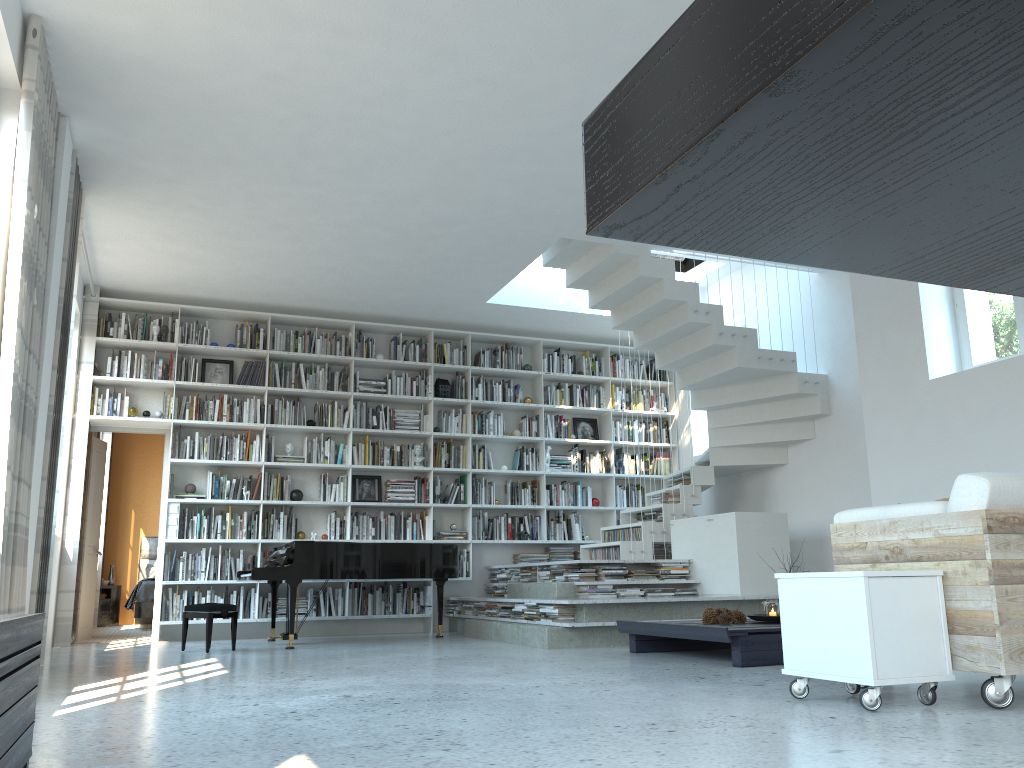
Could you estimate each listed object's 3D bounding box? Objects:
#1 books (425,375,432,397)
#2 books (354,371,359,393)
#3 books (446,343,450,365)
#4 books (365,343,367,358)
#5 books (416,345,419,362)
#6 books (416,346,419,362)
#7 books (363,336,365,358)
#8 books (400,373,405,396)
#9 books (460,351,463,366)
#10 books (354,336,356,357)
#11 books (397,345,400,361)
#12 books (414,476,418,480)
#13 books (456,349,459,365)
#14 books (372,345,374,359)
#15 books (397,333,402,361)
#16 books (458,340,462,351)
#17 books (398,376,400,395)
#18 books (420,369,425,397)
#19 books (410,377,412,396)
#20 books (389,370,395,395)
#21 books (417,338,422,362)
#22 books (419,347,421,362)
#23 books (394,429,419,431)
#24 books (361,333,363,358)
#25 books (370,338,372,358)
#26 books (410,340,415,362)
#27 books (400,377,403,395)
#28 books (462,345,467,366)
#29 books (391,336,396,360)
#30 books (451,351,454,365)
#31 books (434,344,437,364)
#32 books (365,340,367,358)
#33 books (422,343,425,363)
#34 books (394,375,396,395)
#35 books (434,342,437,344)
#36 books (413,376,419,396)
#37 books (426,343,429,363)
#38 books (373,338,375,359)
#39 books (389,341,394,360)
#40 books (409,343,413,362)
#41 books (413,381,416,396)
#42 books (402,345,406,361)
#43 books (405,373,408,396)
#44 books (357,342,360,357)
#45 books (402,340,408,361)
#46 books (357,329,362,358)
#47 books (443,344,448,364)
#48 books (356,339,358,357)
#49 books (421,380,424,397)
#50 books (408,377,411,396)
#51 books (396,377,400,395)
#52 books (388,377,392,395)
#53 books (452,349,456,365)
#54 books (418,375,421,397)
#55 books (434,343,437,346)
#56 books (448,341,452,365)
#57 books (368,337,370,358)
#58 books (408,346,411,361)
[{"bbox_3d":[-0.899,0.053,9.388,0.037,0.236,0.273,4,-13,-21],"label":"books"},{"bbox_3d":[-1.612,0.007,9.160,0.021,0.248,0.192,4,-13,-21],"label":"books"},{"bbox_3d":[-0.710,-0.292,9.621,0.030,0.274,0.151,4,-13,-21],"label":"books"},{"bbox_3d":[-1.549,-0.315,9.278,0.023,0.195,0.172,4,-13,-21],"label":"books"},{"bbox_3d":[-1.027,-0.292,9.506,0.026,0.233,0.137,4,-13,-21],"label":"books"},{"bbox_3d":[-1.033,-0.287,9.453,0.023,0.202,0.193,4,-13,-21],"label":"books"},{"bbox_3d":[-1.560,-0.353,9.268,0.011,0.264,0.163,4,-13,-21],"label":"books"},{"bbox_3d":[-1.164,0.036,9.374,0.029,0.273,0.141,4,-13,-21],"label":"books"},{"bbox_3d":[-0.577,-0.245,9.654,0.022,0.193,0.182,4,-13,-21],"label":"books"},{"bbox_3d":[-1.656,-0.354,9.230,0.026,0.252,0.186,4,-13,-21],"label":"books"},{"bbox_3d":[-1.226,-0.296,9.416,0.031,0.208,0.147,4,-13,-21],"label":"books"},{"bbox_3d":[-0.997,1.111,9.213,0.011,0.298,0.130,4,-13,-21],"label":"books"},{"bbox_3d":[-0.620,-0.261,9.626,0.031,0.212,0.170,4,-13,-21],"label":"books"},{"bbox_3d":[-1.473,-0.305,9.311,0.010,0.186,0.152,4,-13,-21],"label":"books"},{"bbox_3d":[-1.200,-0.359,9.416,0.010,0.330,0.186,4,-13,-21],"label":"books"},{"bbox_3d":[-0.568,-0.307,9.690,0.012,0.329,0.128,4,-13,-21],"label":"books"},{"bbox_3d":[-1.206,0.045,9.344,0.012,0.244,0.131,4,-13,-21],"label":"books"},{"bbox_3d":[-0.955,0.017,9.444,0.012,0.333,0.156,4,-13,-21],"label":"books"},{"bbox_3d":[-1.086,0.059,9.382,0.010,0.230,0.152,4,-13,-21],"label":"books"},{"bbox_3d":[-1.261,0.015,9.299,0.011,0.283,0.190,4,-13,-21],"label":"books"},{"bbox_3d":[-0.992,-0.329,9.514,0.012,0.307,0.138,4,-13,-21],"label":"books"},{"bbox_3d":[-1.006,-0.277,9.505,0.014,0.204,0.135,4,-13,-21],"label":"books"},{"bbox_3d":[-1.117,0.497,9.277,0.254,0.012,0.161,3,-13,-18],"label":"books"},{"bbox_3d":[-1.586,-0.366,9.277,0.010,0.295,0.153,4,-13,-21],"label":"books"},{"bbox_3d":[-1.489,-0.341,9.302,0.005,0.254,0.168,4,-13,-21],"label":"books"},{"bbox_3d":[-1.063,-0.321,9.456,0.010,0.269,0.180,4,-13,-21],"label":"books"},{"bbox_3d":[-1.183,0.056,9.340,0.028,0.218,0.184,4,-13,-21],"label":"books"},{"bbox_3d":[-0.537,-0.275,9.660,0.029,0.252,0.186,4,-13,-21],"label":"books"},{"bbox_3d":[-1.259,-0.344,9.391,0.014,0.291,0.176,4,-13,-21],"label":"books"},{"bbox_3d":[-0.668,-0.247,9.606,0.022,0.179,0.173,4,-13,-21],"label":"books"},{"bbox_3d":[-0.837,-0.291,9.535,0.007,0.239,0.192,4,-13,-21],"label":"books"},{"bbox_3d":[-1.543,-0.328,9.306,0.006,0.232,0.136,4,-13,-21],"label":"books"},{"bbox_3d":[-0.970,-0.297,9.508,0.028,0.243,0.161,4,-13,-21],"label":"books"},{"bbox_3d":[-1.252,0.042,9.315,0.021,0.237,0.172,4,-13,-21],"label":"books"},{"bbox_3d":[-0.835,-0.304,9.568,0.007,0.278,0.150,4,-13,-21],"label":"books"},{"bbox_3d":[-1.025,0.052,9.396,0.032,0.247,0.173,4,-13,-21],"label":"books"},{"bbox_3d":[-0.924,-0.299,9.535,0.022,0.256,0.137,4,-13,-21],"label":"books"},{"bbox_3d":[-1.462,-0.339,9.315,0.011,0.255,0.144,4,-13,-21],"label":"books"},{"bbox_3d":[-1.277,-0.318,9.397,0.012,0.245,0.151,4,-13,-21],"label":"books"},{"bbox_3d":[-1.084,-0.303,9.460,0.023,0.236,0.154,4,-13,-21],"label":"books"},{"bbox_3d":[-1.053,0.079,9.380,0.029,0.188,0.176,4,-13,-21],"label":"books"},{"bbox_3d":[-1.173,-0.297,9.419,0.050,0.210,0.173,4,-13,-21],"label":"books"},{"bbox_3d":[-1.132,0.035,9.364,0.023,0.269,0.185,4,-13,-21],"label":"books"},{"bbox_3d":[-1.612,-0.321,9.248,0.026,0.194,0.166,4,-13,-21],"label":"books"},{"bbox_3d":[-1.144,-0.320,9.455,0.028,0.269,0.140,4,-13,-21],"label":"books"},{"bbox_3d":[-1.600,-0.388,9.282,0.014,0.340,0.145,4,-13,-21],"label":"books"},{"bbox_3d":[-0.741,-0.289,9.585,0.054,0.254,0.191,4,-13,-21],"label":"books"},{"bbox_3d":[-1.640,-0.336,9.254,0.023,0.227,0.157,4,-13,-21],"label":"books"},{"bbox_3d":[-0.970,0.078,9.415,0.029,0.202,0.192,4,-13,-21],"label":"books"},{"bbox_3d":[-1.108,0.058,9.360,0.023,0.222,0.191,4,-13,-21],"label":"books"},{"bbox_3d":[-1.219,0.054,9.323,0.027,0.216,0.190,4,-13,-21],"label":"books"},{"bbox_3d":[-1.293,0.052,9.324,0.024,0.223,0.129,4,-13,-21],"label":"books"},{"bbox_3d":[-0.647,-0.256,9.618,0.024,0.201,0.180,4,-13,-21],"label":"books"},{"bbox_3d":[-1.003,0.051,9.423,0.029,0.261,0.133,4,-13,-21],"label":"books"},{"bbox_3d":[-0.836,-0.297,9.554,0.006,0.259,0.166,4,-13,-21],"label":"books"},{"bbox_3d":[-0.685,-0.305,9.615,0.010,0.297,0.168,4,-13,-21],"label":"books"},{"bbox_3d":[-1.514,-0.346,9.300,0.013,0.264,0.147,4,-13,-21],"label":"books"},{"bbox_3d":[-1.108,-0.289,9.442,0.033,0.202,0.166,4,-13,-21],"label":"books"}]
